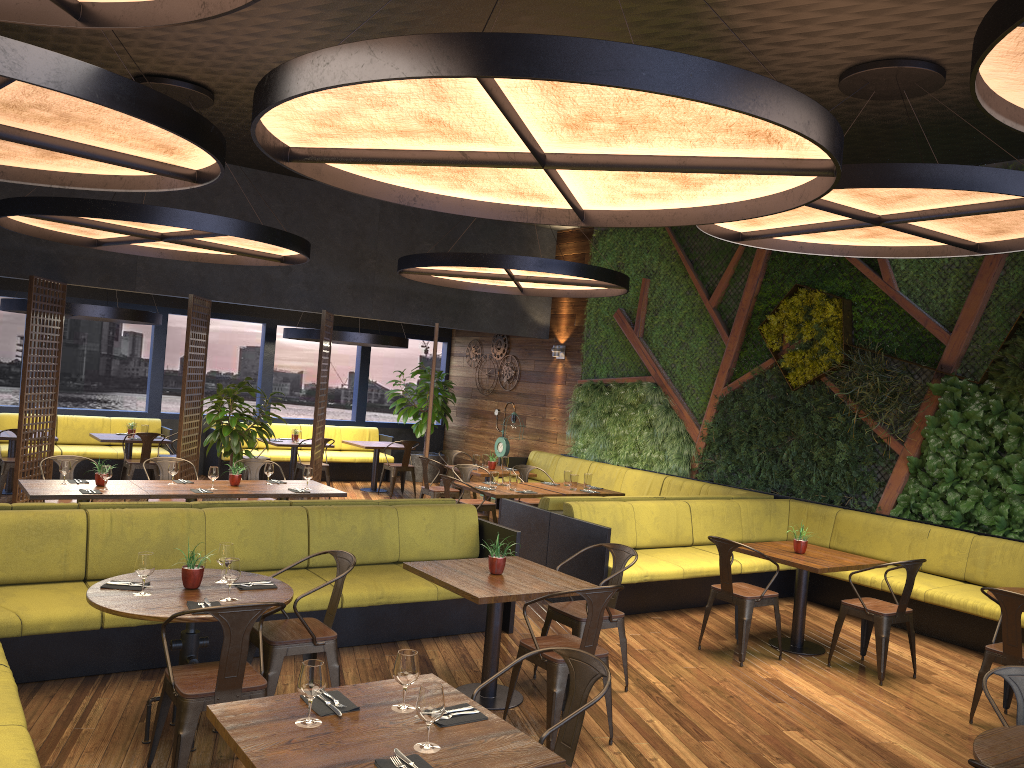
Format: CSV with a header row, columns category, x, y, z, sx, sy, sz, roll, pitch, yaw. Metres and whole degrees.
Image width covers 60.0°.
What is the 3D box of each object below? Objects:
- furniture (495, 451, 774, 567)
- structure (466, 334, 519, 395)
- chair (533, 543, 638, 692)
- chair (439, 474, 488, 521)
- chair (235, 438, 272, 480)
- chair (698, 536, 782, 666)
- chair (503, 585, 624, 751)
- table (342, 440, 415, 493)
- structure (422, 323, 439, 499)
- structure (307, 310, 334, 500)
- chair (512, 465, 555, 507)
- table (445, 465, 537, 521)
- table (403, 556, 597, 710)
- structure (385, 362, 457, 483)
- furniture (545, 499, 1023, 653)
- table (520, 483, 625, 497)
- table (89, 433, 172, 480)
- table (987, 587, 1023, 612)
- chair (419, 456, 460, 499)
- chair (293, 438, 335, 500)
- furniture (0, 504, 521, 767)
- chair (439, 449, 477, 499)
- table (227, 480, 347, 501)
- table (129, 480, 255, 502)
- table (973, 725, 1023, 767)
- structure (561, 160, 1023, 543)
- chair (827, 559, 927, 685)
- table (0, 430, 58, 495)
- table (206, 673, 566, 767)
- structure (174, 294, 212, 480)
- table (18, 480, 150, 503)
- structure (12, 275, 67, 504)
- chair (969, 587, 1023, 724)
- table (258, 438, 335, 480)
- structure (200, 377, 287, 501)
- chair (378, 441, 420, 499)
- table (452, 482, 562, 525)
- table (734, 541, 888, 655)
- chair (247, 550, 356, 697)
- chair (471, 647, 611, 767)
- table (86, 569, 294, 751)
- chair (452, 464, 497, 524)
category,x,y,z,sx,sy,sz,roll,pitch,yaw
furniture,0.377,1.507,11.059,3.378,0.916,4.755,4,0,-34
structure,-0.388,-0.376,15.998,0.058,1.178,1.791,4,0,-34
chair,0.519,1.539,5.897,0.541,0.917,0.504,4,0,-34
chair,-0.540,1.437,9.568,0.541,0.917,0.504,4,0,-34
chair,-3.917,1.149,13.365,0.541,0.917,0.504,4,0,-34
chair,1.767,1.635,6.846,0.541,0.917,0.504,4,0,-34
chair,0.310,1.527,4.969,0.504,0.917,0.541,4,0,-34
table,-2.213,1.360,14.481,0.887,0.763,0.906,4,0,-35
structure,-1.208,0.476,13.031,0.050,2.700,0.852,5,0,-4
structure,-2.607,0.368,12.071,0.050,2.700,0.852,5,0,-4
chair,0.251,1.494,11.029,0.504,0.917,0.541,4,0,-34
table,-0.319,1.524,11.860,0.887,0.763,0.906,4,0,-35
table,-0.105,1.570,5.543,0.887,0.763,0.906,4,0,-35
structure,-1.609,0.688,16.250,1.493,2.184,1.272,4,0,-34
furniture,2.983,1.735,7.232,3.372,0.914,4.503,4,0,-34
table,0.675,1.610,10.497,0.887,0.763,0.906,4,0,-35
table,-5.341,1.118,12.338,0.906,0.763,0.887,4,0,-35
table,3.755,1.878,6.006,1.007,0.760,1.007,5,0,23
chair,-0.960,1.395,11.439,0.541,0.917,0.504,4,0,-34
chair,-2.937,1.228,13.132,0.504,0.917,0.541,4,0,-34
furniture,-1.859,1.353,5.535,4.895,0.914,7.462,4,0,-39
chair,-0.782,1.405,12.466,0.504,0.917,0.541,4,0,-34
table,-2.244,1.384,8.682,0.906,0.763,0.887,4,0,-35
table,-2.985,1.326,8.168,0.906,0.763,0.887,4,0,-35
table,2.134,1.761,3.076,1.007,0.760,1.007,5,0,43
structure,3.527,-0.081,10.177,0.918,4.593,9.182,4,0,-35
chair,2.768,1.717,6.657,0.504,0.917,0.541,4,0,-34
table,-6.492,1.029,11.544,0.887,0.763,0.906,4,0,-35
table,-0.476,1.552,2.991,0.906,0.763,0.887,4,0,-35
structure,-4.005,0.260,11.111,0.050,2.700,0.852,5,0,-4
table,-3.731,1.269,7.655,0.906,0.763,0.887,4,0,-35
structure,-5.404,0.151,10.151,0.050,2.700,0.852,5,0,-4
chair,3.277,1.762,5.668,0.541,0.917,0.504,4,0,-34
table,-3.366,1.271,13.694,0.906,0.763,0.887,4,0,-35
structure,-3.384,0.782,10.777,0.993,1.763,1.166,5,0,26
chair,-1.761,1.319,13.940,0.504,0.917,0.541,4,0,-34
table,-0.092,1.551,9.970,0.887,0.763,0.906,4,0,-35
table,2.364,1.761,7.237,0.887,0.763,0.906,4,0,-35
chair,-1.183,1.407,4.936,0.541,0.917,0.504,4,0,-34
chair,0.061,1.514,3.386,0.541,0.917,0.504,4,0,-34
table,-1.679,1.447,4.596,1.007,0.760,1.007,5,0,3
chair,-0.463,1.439,10.539,0.504,0.917,0.541,4,0,-34
